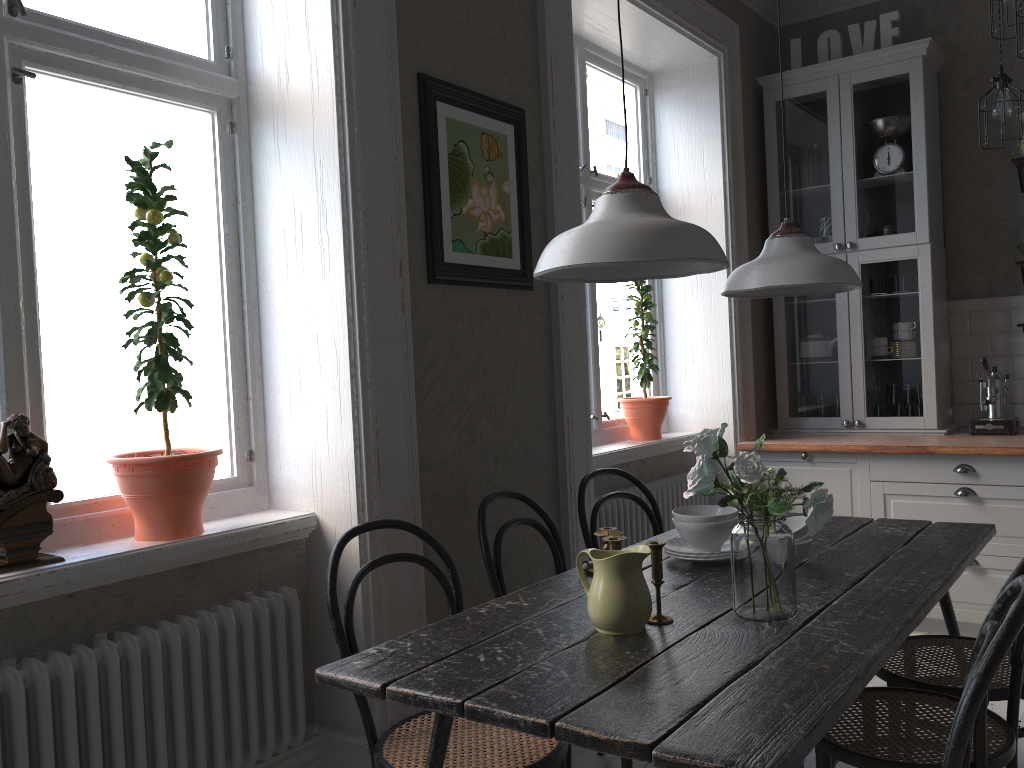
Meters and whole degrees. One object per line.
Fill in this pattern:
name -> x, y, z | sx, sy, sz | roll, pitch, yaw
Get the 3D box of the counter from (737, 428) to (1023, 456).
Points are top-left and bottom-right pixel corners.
counter -> 1.883, 0.302, 2.795 | 3.097, 0.039, 3.459 | -2, 1, 36

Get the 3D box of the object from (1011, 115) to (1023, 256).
object -> 2.504, -0.928, 4.199 | 0.333, 0.674, 0.339 | -3, 1, 4

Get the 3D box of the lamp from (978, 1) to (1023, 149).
lamp -> 1.724, -1.726, 3.162 | 0.146, 1.735, 0.147 | -3, 1, 3

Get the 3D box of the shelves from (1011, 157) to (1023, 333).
shelves -> 2.994, -0.635, 3.952 | 1.290, 0.923, 0.233 | -2, 1, 36

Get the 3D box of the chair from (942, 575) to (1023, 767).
chair -> 0.601, 0.771, 1.505 | 0.538, 0.920, 0.446 | -2, 1, 33

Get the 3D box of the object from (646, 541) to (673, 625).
object -> 0.310, 0.421, 1.884 | 0.060, 0.167, 0.058 | -4, 2, -40

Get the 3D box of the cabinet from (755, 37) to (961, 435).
cabinet -> 1.802, -0.684, 4.630 | 0.862, 1.921, 0.395 | -2, 2, 36

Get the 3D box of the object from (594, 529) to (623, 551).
object -> 0.229, 0.418, 2.078 | 0.095, 0.172, 0.097 | -2, 1, 17

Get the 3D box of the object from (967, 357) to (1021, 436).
object -> 2.273, 0.055, 4.199 | 0.201, 0.370, 0.360 | -2, 1, 36

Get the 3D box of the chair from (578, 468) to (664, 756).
chair -> 0.511, 0.748, 2.898 | 0.447, 0.920, 0.537 | -4, 2, -41

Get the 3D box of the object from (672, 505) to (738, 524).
object -> 0.534, 0.396, 2.444 | 0.176, 0.094, 0.182 | -2, 1, 27

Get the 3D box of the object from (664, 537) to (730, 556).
object -> 0.537, 0.452, 2.445 | 0.242, 0.027, 0.233 | -3, 1, -31

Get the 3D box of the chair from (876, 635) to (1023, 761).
chair -> 1.228, 0.725, 2.333 | 0.538, 0.920, 0.446 | -2, 1, 33

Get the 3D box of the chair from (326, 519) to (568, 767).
chair -> -0.131, 0.795, 2.051 | 0.537, 0.920, 0.447 | -2, 2, 44

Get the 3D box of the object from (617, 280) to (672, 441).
object -> 0.625, -0.141, 4.235 | 0.264, 0.813, 0.255 | -3, 1, -27

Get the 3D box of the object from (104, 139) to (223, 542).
object -> -0.874, -0.118, 2.188 | 0.273, 0.991, 0.267 | -3, 1, -15

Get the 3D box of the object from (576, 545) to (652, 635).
object -> 0.216, 0.424, 1.847 | 0.150, 0.170, 0.135 | -3, 1, -3

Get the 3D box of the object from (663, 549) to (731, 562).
object -> 0.538, 0.469, 2.446 | 0.242, 0.027, 0.232 | -4, 1, -36

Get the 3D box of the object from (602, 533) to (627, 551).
object -> 0.233, 0.420, 1.984 | 0.063, 0.172, 0.061 | -4, 1, -32

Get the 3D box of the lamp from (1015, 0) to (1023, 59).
lamp -> 1.651, -1.925, 2.803 | 0.147, 1.735, 0.146 | -3, 1, -7

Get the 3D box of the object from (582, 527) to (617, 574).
object -> 0.258, 0.441, 2.359 | 0.138, 0.112, 0.141 | -2, 1, 19

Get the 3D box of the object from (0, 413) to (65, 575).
object -> -1.093, 0.229, 1.872 | 0.117, 0.329, 0.242 | -2, 2, 38

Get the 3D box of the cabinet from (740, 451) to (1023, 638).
cabinet -> 2.352, 0.693, 2.666 | 1.999, 0.854, 4.170 | -3, 1, -7

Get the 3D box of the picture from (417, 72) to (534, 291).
picture -> -0.099, -0.615, 2.813 | 0.019, 0.619, 0.532 | -2, 1, 36

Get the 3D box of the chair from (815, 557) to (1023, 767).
chair -> 0.921, 0.747, 1.946 | 0.537, 0.920, 0.447 | -2, 2, 44

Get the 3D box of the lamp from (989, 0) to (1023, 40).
lamp -> 1.665, -2.060, 2.986 | 0.144, 1.735, 0.149 | -2, 1, 23

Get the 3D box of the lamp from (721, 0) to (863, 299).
lamp -> 0.727, -1.179, 2.436 | 0.371, 1.858, 0.387 | -2, 2, 44

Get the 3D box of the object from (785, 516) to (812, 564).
object -> 0.734, 0.415, 2.356 | 0.130, 0.119, 0.122 | -4, 1, -38

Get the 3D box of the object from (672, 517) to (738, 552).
object -> 0.534, 0.416, 2.445 | 0.176, 0.094, 0.182 | -2, 1, 27

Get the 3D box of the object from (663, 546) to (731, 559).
object -> 0.537, 0.460, 2.446 | 0.237, 0.027, 0.238 | -3, 1, 4

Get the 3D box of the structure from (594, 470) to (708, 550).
structure -> 0.600, 0.662, 3.986 | 0.146, 0.428, 1.247 | -2, 1, 35

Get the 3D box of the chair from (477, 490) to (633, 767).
chair -> 0.202, 0.770, 2.509 | 0.538, 0.920, 0.446 | -2, 1, 33

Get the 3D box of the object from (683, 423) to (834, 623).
object -> 0.524, 0.286, 1.875 | 0.305, 0.414, 0.256 | -2, 1, 34

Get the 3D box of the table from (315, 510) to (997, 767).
table -> 0.578, 0.851, 2.217 | 0.886, 0.735, 1.958 | -2, 1, 36

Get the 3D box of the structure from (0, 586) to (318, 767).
structure -> -0.933, 0.775, 1.906 | 0.146, 0.428, 1.247 | -2, 1, 35

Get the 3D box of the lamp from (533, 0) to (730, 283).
lamp -> 0.186, -1.139, 1.703 | 0.384, 1.858, 0.375 | -3, 1, -16

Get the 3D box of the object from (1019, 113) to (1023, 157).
object -> 2.514, -1.181, 4.198 | 0.177, 0.216, 0.187 | -4, 2, -40
